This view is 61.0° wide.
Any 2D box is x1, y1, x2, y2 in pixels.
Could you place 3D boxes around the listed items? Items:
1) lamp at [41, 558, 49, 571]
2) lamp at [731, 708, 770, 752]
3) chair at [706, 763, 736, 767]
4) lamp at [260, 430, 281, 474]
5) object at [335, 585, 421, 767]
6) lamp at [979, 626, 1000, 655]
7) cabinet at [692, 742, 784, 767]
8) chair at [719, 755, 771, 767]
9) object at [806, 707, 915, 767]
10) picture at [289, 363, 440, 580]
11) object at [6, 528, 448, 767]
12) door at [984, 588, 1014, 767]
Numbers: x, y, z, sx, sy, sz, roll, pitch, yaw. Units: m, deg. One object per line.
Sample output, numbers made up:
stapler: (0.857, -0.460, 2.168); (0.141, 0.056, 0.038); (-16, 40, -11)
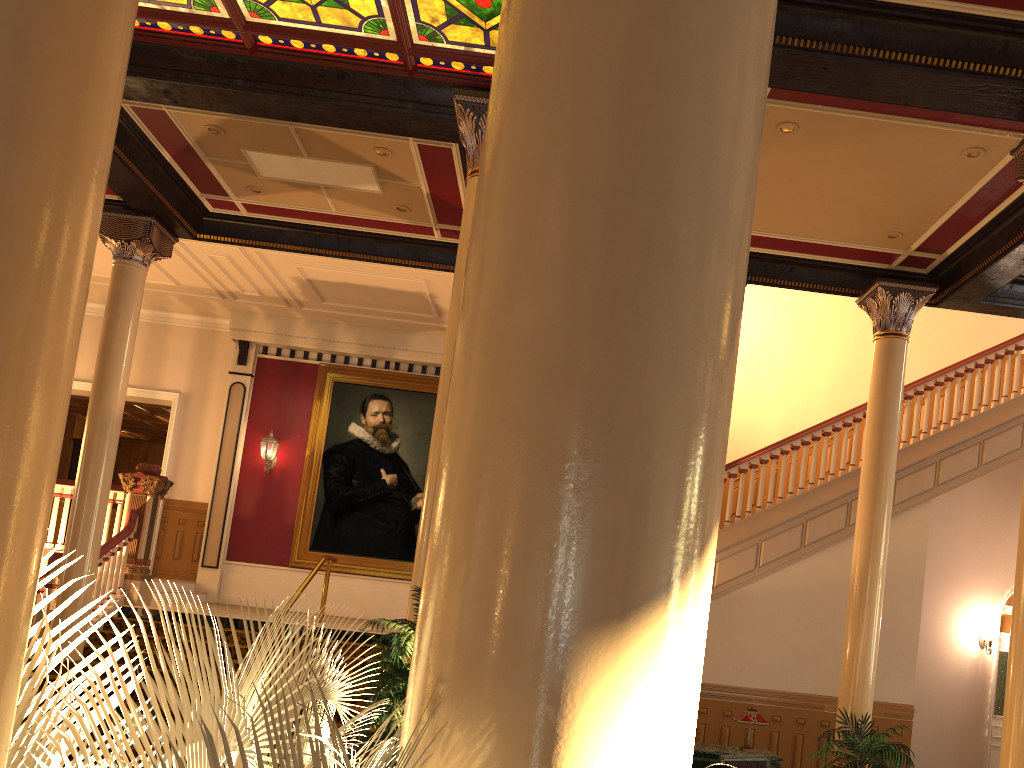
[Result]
lamp: (-5.599, 2.993, 10.017); (0.598, 1.986, 0.571); (8, -6, -17)
lamp: (2.413, 3.512, 8.830); (0.321, 0.414, 0.323); (7, -8, -3)
chair: (1.646, 3.425, 6.665); (0.722, 1.084, 0.775); (5, -8, 15)
lamp: (-3.999, 1.122, 14.339); (0.318, 0.720, 0.401); (7, -7, 1)
object: (-0.642, 2.415, 5.780); (1.094, 2.123, 1.035); (12, -8, -41)
lamp: (8.197, 4.400, 14.939); (0.268, 0.491, 0.376); (7, -8, 1)
cabinet: (1.995, 4.093, 8.727); (1.256, 0.856, 0.559); (7, -7, -1)
chair: (2.268, 3.877, 7.844); (0.716, 0.908, 0.625); (11, -9, -29)
object: (3.375, 3.886, 8.440); (0.953, 1.417, 1.197); (2, -9, 29)
picture: (-2.206, 1.476, 14.553); (2.551, 3.407, 0.055); (7, -5, -2)
object: (-0.985, 1.254, 1.469); (1.849, 2.227, 2.053); (8, -9, -11)
door: (9.065, 5.164, 15.197); (1.477, 3.432, 0.203); (7, -5, -2)
